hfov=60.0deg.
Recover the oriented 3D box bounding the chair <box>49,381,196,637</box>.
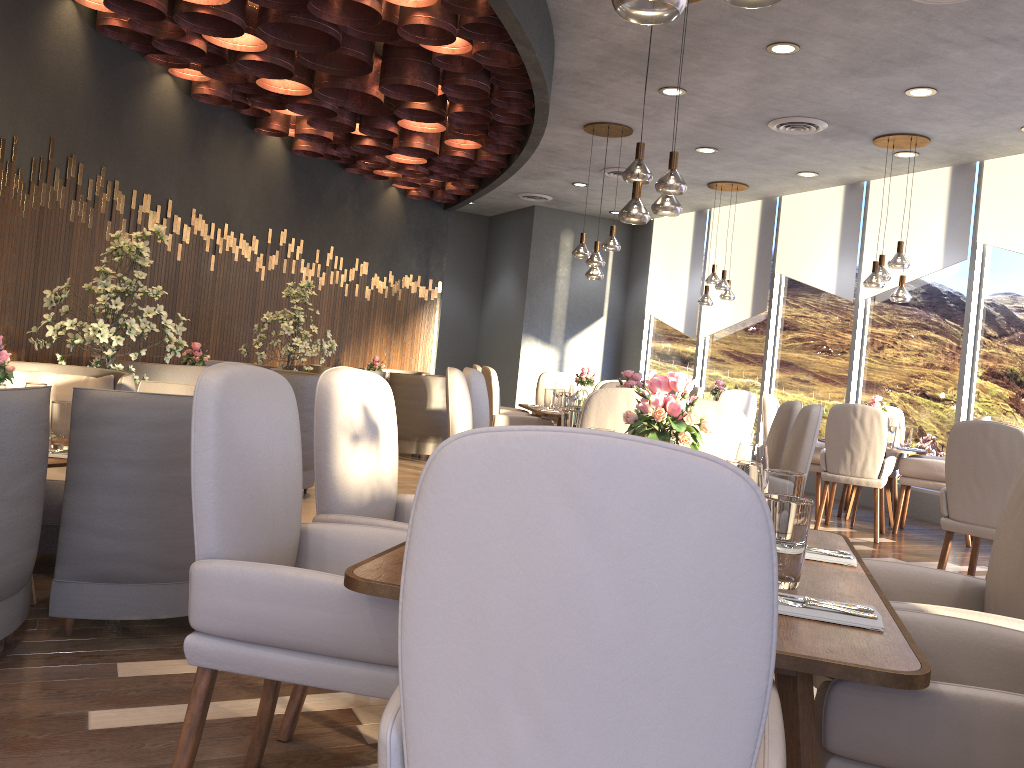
[{"bbox_3d":[-1.260,0.437,3.302,0.595,0.837,0.774,6,0,-6],"label":"chair"}]

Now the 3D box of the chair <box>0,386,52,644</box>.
[{"bbox_3d":[-1.820,0.401,2.561,0.773,0.837,0.596,6,0,-16],"label":"chair"}]

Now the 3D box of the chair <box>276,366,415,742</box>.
[{"bbox_3d":[-0.262,0.476,2.489,0.600,1.000,0.528,6,0,18],"label":"chair"}]

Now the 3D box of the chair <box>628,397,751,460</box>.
[{"bbox_3d":[0.504,0.543,2.844,0.529,1.000,0.599,6,0,17],"label":"chair"}]

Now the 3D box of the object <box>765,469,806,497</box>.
[{"bbox_3d":[0.712,0.319,2.332,0.102,0.178,0.102,6,0,23],"label":"object"}]

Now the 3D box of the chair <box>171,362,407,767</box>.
[{"bbox_3d":[-0.393,0.478,1.935,0.600,1.000,0.528,6,0,10],"label":"chair"}]

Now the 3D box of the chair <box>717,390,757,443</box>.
[{"bbox_3d":[2.173,0.543,9.121,0.528,1.000,0.600,6,0,-12],"label":"chair"}]

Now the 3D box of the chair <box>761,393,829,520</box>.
[{"bbox_3d":[2.429,0.608,7.639,0.600,1.000,0.527,6,0,30],"label":"chair"}]

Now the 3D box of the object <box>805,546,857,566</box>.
[{"bbox_3d":[0.706,0.403,2.165,0.255,0.019,0.157,6,2,17],"label":"object"}]

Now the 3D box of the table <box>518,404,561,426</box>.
[{"bbox_3d":[0.594,0.586,7.872,0.964,0.666,1.308,6,1,-9],"label":"table"}]

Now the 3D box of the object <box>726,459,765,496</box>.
[{"bbox_3d":[0.446,0.275,1.746,0.092,0.244,0.092,6,0,42],"label":"object"}]

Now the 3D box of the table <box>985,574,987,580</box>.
[{"bbox_3d":[2.993,0.898,5.115,0.835,0.662,0.833,6,1,24],"label":"table"}]

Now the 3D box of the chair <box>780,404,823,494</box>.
[{"bbox_3d":[1.204,0.569,4.474,0.600,1.000,0.528,6,0,10],"label":"chair"}]

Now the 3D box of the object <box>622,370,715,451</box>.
[{"bbox_3d":[0.335,0.175,2.004,0.210,0.416,0.197,6,0,42],"label":"object"}]

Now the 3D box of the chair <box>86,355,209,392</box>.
[{"bbox_3d":[-2.342,0.271,5.514,0.774,0.837,0.595,6,0,4],"label":"chair"}]

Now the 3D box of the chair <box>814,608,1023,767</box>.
[{"bbox_3d":[0.860,0.611,1.593,0.600,1.000,0.528,6,0,18],"label":"chair"}]

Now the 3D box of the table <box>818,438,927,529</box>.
[{"bbox_3d":[2.934,0.834,7.319,0.833,0.662,0.835,5,1,-27],"label":"table"}]

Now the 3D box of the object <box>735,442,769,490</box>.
[{"bbox_3d":[0.613,0.277,2.294,0.092,0.244,0.092,6,0,-26],"label":"object"}]

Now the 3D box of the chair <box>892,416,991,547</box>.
[{"bbox_3d":[3.412,0.721,7.027,0.600,1.000,0.527,6,0,31],"label":"chair"}]

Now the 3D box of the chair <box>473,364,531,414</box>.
[{"bbox_3d":[-0.105,0.346,8.061,0.599,1.000,0.528,6,0,-6],"label":"chair"}]

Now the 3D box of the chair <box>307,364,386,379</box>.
[{"bbox_3d":[-1.675,0.259,8.491,0.775,0.837,0.595,6,0,14],"label":"chair"}]

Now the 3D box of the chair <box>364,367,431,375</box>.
[{"bbox_3d":[-1.229,0.271,9.741,0.775,0.837,0.595,6,0,19],"label":"chair"}]

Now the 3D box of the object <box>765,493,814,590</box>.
[{"bbox_3d":[0.545,0.317,1.784,0.102,0.178,0.102,6,0,23],"label":"object"}]

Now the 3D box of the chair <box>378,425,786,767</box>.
[{"bbox_3d":[0.101,0.545,1.240,0.528,1.000,0.599,6,0,12],"label":"chair"}]

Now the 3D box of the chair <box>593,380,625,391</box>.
[{"bbox_3d":[0.734,0.455,7.052,0.528,1.000,0.600,6,0,-12],"label":"chair"}]

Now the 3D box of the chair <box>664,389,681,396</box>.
[{"bbox_3d":[1.210,0.471,8.263,0.599,1.000,0.528,6,0,-12],"label":"chair"}]

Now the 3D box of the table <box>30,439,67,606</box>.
[{"bbox_3d":[-1.946,0.509,3.206,0.832,0.562,0.835,5,1,-33],"label":"table"}]

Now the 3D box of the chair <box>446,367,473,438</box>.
[{"bbox_3d":[-0.092,0.436,4.658,0.600,1.000,0.528,6,0,3],"label":"chair"}]

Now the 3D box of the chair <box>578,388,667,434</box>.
[{"bbox_3d":[0.490,0.511,4.015,0.528,1.000,0.599,6,0,5],"label":"chair"}]

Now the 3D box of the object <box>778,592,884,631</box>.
[{"bbox_3d":[0.539,0.401,1.617,0.255,0.019,0.157,6,2,17],"label":"object"}]

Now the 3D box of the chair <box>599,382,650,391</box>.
[{"bbox_3d":[0.684,0.486,5.673,0.528,1.000,0.599,6,0,10],"label":"chair"}]

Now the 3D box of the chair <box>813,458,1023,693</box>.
[{"bbox_3d":[1.010,0.611,2.138,0.600,1.000,0.528,6,0,12],"label":"chair"}]

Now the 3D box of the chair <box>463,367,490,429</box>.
[{"bbox_3d":[-0.032,0.427,5.224,0.600,1.000,0.528,6,0,10],"label":"chair"}]

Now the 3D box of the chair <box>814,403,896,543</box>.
[{"bbox_3d":[2.638,0.650,6.797,0.529,1.000,0.599,6,0,27],"label":"chair"}]

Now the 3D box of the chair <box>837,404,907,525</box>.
[{"bbox_3d":[3.187,0.678,7.819,0.529,1.000,0.599,6,0,27],"label":"chair"}]

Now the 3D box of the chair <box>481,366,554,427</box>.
[{"bbox_3d":[0.001,0.371,7.501,0.599,1.000,0.528,6,0,-14],"label":"chair"}]

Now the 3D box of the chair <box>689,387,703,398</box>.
[{"bbox_3d":[1.294,0.494,7.704,0.599,1.000,0.528,6,0,-7],"label":"chair"}]

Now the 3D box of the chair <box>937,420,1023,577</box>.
[{"bbox_3d":[2.596,0.701,4.719,0.599,1.000,0.529,6,0,-44],"label":"chair"}]

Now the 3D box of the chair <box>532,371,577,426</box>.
[{"bbox_3d":[0.450,0.384,8.699,0.528,1.000,0.600,6,0,-7],"label":"chair"}]

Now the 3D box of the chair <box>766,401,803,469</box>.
[{"bbox_3d":[1.286,0.563,5.034,0.600,1.000,0.528,6,0,5],"label":"chair"}]

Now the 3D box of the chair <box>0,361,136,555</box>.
[{"bbox_3d":[-2.068,0.340,3.919,0.774,0.837,0.596,6,0,-11],"label":"chair"}]

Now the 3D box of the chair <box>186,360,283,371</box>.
[{"bbox_3d":[-2.119,0.259,6.823,0.774,0.837,0.595,6,0,9],"label":"chair"}]

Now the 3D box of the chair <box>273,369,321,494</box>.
[{"bbox_3d":[-1.599,0.331,6.051,0.596,0.837,0.774,6,0,14],"label":"chair"}]

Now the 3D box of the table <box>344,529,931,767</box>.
[{"bbox_3d":[0.288,0.709,2.027,0.965,0.666,1.306,6,1,15],"label":"table"}]

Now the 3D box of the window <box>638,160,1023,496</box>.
[{"bbox_3d":[3.001,-0.580,3.423,8.068,3.199,16.108,6,1,19],"label":"window"}]

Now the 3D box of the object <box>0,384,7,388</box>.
[{"bbox_3d":[-1.814,0.121,3.087,0.092,0.244,0.092,6,0,41],"label":"object"}]

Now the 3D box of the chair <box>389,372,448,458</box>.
[{"bbox_3d":[-0.851,0.330,8.890,0.596,0.837,0.773,6,0,24],"label":"chair"}]
